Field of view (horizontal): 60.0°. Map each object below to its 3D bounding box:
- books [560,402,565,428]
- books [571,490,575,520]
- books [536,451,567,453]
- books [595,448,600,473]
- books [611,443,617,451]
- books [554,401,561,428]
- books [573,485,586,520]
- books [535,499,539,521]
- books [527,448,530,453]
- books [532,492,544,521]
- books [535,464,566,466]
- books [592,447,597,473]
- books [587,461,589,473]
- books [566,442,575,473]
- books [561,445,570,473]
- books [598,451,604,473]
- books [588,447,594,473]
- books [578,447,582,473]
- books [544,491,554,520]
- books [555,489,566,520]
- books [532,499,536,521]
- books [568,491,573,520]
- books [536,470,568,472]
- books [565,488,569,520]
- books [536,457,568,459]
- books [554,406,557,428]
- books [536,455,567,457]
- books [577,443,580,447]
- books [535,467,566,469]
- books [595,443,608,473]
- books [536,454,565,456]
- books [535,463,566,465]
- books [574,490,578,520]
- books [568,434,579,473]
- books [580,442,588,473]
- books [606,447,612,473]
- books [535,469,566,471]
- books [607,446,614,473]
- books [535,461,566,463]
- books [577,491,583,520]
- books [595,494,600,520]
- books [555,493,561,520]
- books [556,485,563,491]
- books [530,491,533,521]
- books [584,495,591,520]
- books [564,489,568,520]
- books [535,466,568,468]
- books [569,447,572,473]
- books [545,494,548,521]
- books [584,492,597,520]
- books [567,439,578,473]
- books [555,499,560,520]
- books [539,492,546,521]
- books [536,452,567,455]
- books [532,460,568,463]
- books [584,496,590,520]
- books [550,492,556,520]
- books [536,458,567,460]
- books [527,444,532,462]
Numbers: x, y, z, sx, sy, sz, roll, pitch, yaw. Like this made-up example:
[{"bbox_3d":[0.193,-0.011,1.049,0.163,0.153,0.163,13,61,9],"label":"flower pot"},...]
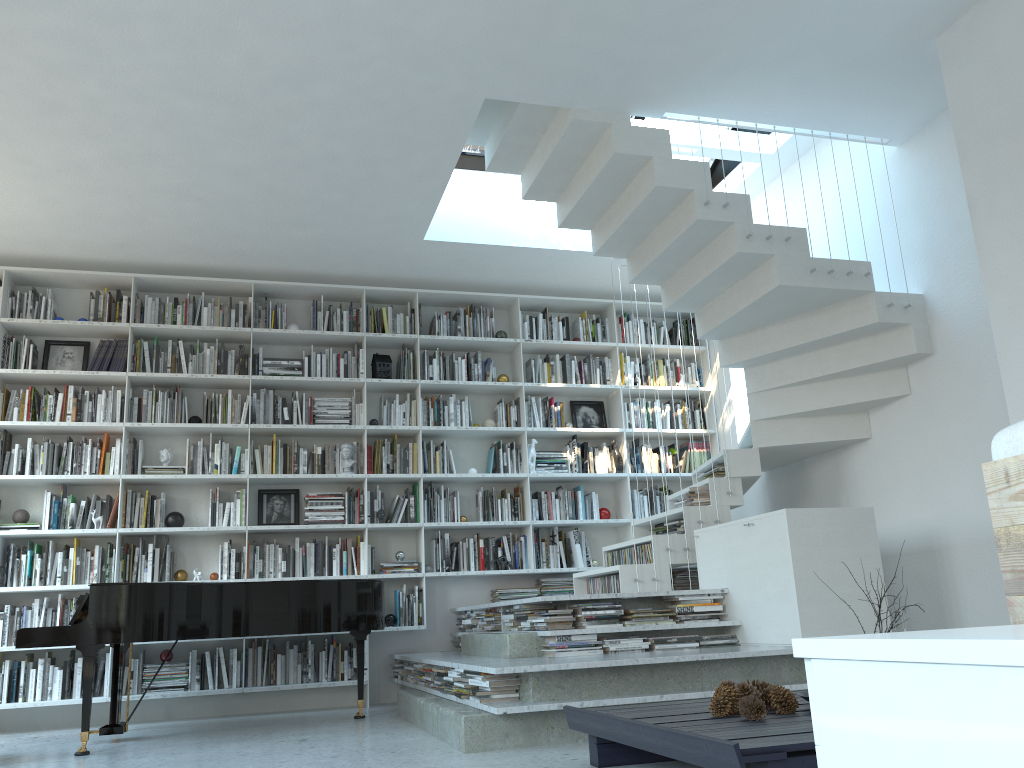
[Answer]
[{"bbox_3d":[0.391,0.287,7.318,0.026,0.243,0.178,1,-15,-16],"label":"books"},{"bbox_3d":[0.468,0.993,7.143,0.014,0.248,0.177,1,-15,-16],"label":"books"},{"bbox_3d":[0.288,0.568,7.229,0.285,0.012,0.160,1,-16,-14],"label":"books"},{"bbox_3d":[0.685,0.661,7.335,0.028,0.234,0.129,1,-15,-16],"label":"books"},{"bbox_3d":[0.866,0.643,7.395,0.029,0.283,0.139,1,-15,-16],"label":"books"},{"bbox_3d":[0.365,0.284,7.322,0.021,0.252,0.167,1,-15,-16],"label":"books"},{"bbox_3d":[0.543,0.977,7.175,0.026,0.289,0.181,1,-15,-16],"label":"books"},{"bbox_3d":[0.176,1.020,7.062,0.022,0.183,0.163,1,-15,-16],"label":"books"},{"bbox_3d":[0.112,0.643,7.131,0.027,0.221,0.184,1,-15,-16],"label":"books"},{"bbox_3d":[0.201,0.991,7.074,0.047,0.243,0.177,1,-15,-16],"label":"books"},{"bbox_3d":[0.293,0.672,7.195,0.254,0.012,0.161,3,-16,-21],"label":"books"},{"bbox_3d":[0.656,0.654,7.329,0.031,0.249,0.133,1,-15,-16],"label":"books"},{"bbox_3d":[0.604,0.640,7.321,0.010,0.277,0.129,1,-15,-16],"label":"books"},{"bbox_3d":[0.478,0.630,7.274,0.012,0.284,0.160,1,-15,-16],"label":"books"},{"bbox_3d":[0.440,0.641,7.248,0.012,0.253,0.161,1,-15,-16],"label":"books"},{"bbox_3d":[0.713,0.671,7.333,0.025,0.212,0.156,1,-15,-16],"label":"books"},{"bbox_3d":[0.631,0.652,7.303,0.031,0.241,0.147,1,-15,-16],"label":"books"},{"bbox_3d":[0.525,0.649,7.261,0.030,0.236,0.179,1,-15,-16],"label":"books"},{"bbox_3d":[0.279,0.990,7.090,0.045,0.245,0.186,1,-15,-16],"label":"books"},{"bbox_3d":[0.379,0.986,7.110,0.028,0.254,0.192,1,-15,-16],"label":"books"},{"bbox_3d":[0.154,1.019,7.058,0.023,0.186,0.160,1,-15,-16],"label":"books"},{"bbox_3d":[0.443,0.999,7.156,0.026,0.246,0.166,1,-15,-16],"label":"books"},{"bbox_3d":[0.295,0.718,7.182,0.285,0.012,0.160,0,-15,-11],"label":"books"},{"bbox_3d":[0.425,0.986,7.151,0.011,0.271,0.152,1,-15,-16],"label":"books"},{"bbox_3d":[0.293,0.613,7.210,0.285,0.012,0.160,3,-16,-21],"label":"books"},{"bbox_3d":[0.340,0.303,7.309,0.033,0.212,0.153,1,-15,-16],"label":"books"},{"bbox_3d":[0.290,0.603,7.220,0.285,0.012,0.160,1,-16,-14],"label":"books"},{"bbox_3d":[0.540,0.633,7.289,0.013,0.279,0.131,1,-15,-16],"label":"books"},{"bbox_3d":[0.292,0.696,7.195,0.254,0.012,0.161,1,-16,-14],"label":"books"},{"bbox_3d":[0.741,0.637,7.324,0.021,0.270,0.192,1,-15,-16],"label":"books"},{"bbox_3d":[0.290,0.592,7.223,0.254,0.012,0.161,1,-16,-14],"label":"books"},{"bbox_3d":[0.290,0.663,7.208,0.254,0.012,0.161,1,-16,-16],"label":"books"},{"bbox_3d":[0.498,0.999,7.178,0.012,0.253,0.161,1,-15,-16],"label":"books"},{"bbox_3d":[0.506,0.597,7.261,0.010,0.338,0.180,1,-15,-16],"label":"books"},{"bbox_3d":[0.578,0.630,7.287,0.059,0.281,0.167,1,-15,-16],"label":"books"},{"bbox_3d":[0.771,0.654,7.331,0.041,0.238,0.177,1,-15,-16],"label":"books"},{"bbox_3d":[0.293,0.707,7.188,0.254,0.012,0.161,0,-15,-12],"label":"books"},{"bbox_3d":[0.798,0.651,7.355,0.024,0.254,0.145,1,-15,-16],"label":"books"},{"bbox_3d":[0.294,0.648,7.202,0.254,0.012,0.161,0,-15,-11],"label":"books"},{"bbox_3d":[0.522,0.998,7.159,0.023,0.243,0.190,1,-15,-16],"label":"books"},{"bbox_3d":[0.664,1.015,7.213,0.027,0.222,0.170,1,-15,-16],"label":"books"},{"bbox_3d":[0.354,1.004,7.123,0.012,0.229,0.179,1,-15,-16],"label":"books"},{"bbox_3d":[0.392,0.971,7.142,0.013,0.298,0.148,1,-15,-16],"label":"books"},{"bbox_3d":[0.133,0.989,7.072,0.012,0.253,0.161,1,-15,-16],"label":"books"},{"bbox_3d":[0.608,1.018,7.203,0.037,0.218,0.140,1,-15,-16],"label":"books"},{"bbox_3d":[0.409,0.985,7.124,0.012,0.261,0.187,1,-15,-16],"label":"books"},{"bbox_3d":[0.292,0.685,7.198,0.285,0.012,0.160,2,-16,-18],"label":"books"},{"bbox_3d":[0.452,0.649,7.269,0.023,0.246,0.138,1,-15,-16],"label":"books"},{"bbox_3d":[0.253,1.002,7.085,0.011,0.222,0.163,1,-15,-16],"label":"books"},{"bbox_3d":[0.640,1.008,7.206,0.025,0.235,0.181,1,-15,-16],"label":"books"},{"bbox_3d":[0.496,0.616,7.254,0.011,0.299,0.184,1,-15,-16],"label":"books"},{"bbox_3d":[0.339,1.024,7.102,0.027,0.181,0.186,1,-15,-16],"label":"books"},{"bbox_3d":[0.232,0.994,7.095,0.024,0.246,0.143,1,-15,-16],"label":"books"},{"bbox_3d":[0.289,0.580,7.226,0.285,0.012,0.160,2,-16,-18],"label":"books"},{"bbox_3d":[0.293,0.637,7.209,0.285,0.012,0.160,2,-16,-19],"label":"books"},{"bbox_3d":[0.581,1.022,7.177,0.030,0.200,0.190,1,-15,-16],"label":"books"},{"bbox_3d":[0.309,0.999,7.113,0.026,0.238,0.177,1,-15,-16],"label":"books"},{"bbox_3d":[0.291,0.626,7.214,0.285,0.012,0.160,1,-16,-14],"label":"books"},{"bbox_3d":[0.129,0.629,7.172,0.028,0.266,0.138,1,-15,-16],"label":"books"}]
